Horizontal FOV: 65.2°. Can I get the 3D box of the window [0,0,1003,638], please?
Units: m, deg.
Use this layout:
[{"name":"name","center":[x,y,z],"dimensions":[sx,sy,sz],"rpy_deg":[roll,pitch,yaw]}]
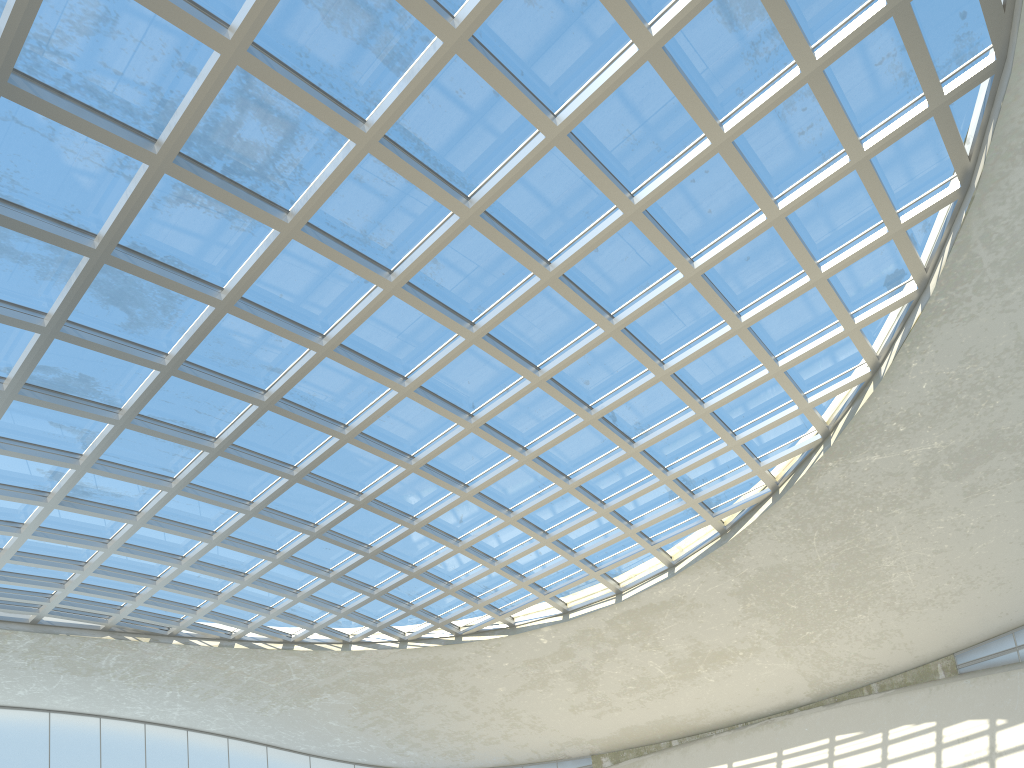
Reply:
[{"name":"window","center":[-15.693,3.964,43.493],"dimensions":[85.071,9.783,83.693],"rpy_deg":[-31,-41,32]}]
